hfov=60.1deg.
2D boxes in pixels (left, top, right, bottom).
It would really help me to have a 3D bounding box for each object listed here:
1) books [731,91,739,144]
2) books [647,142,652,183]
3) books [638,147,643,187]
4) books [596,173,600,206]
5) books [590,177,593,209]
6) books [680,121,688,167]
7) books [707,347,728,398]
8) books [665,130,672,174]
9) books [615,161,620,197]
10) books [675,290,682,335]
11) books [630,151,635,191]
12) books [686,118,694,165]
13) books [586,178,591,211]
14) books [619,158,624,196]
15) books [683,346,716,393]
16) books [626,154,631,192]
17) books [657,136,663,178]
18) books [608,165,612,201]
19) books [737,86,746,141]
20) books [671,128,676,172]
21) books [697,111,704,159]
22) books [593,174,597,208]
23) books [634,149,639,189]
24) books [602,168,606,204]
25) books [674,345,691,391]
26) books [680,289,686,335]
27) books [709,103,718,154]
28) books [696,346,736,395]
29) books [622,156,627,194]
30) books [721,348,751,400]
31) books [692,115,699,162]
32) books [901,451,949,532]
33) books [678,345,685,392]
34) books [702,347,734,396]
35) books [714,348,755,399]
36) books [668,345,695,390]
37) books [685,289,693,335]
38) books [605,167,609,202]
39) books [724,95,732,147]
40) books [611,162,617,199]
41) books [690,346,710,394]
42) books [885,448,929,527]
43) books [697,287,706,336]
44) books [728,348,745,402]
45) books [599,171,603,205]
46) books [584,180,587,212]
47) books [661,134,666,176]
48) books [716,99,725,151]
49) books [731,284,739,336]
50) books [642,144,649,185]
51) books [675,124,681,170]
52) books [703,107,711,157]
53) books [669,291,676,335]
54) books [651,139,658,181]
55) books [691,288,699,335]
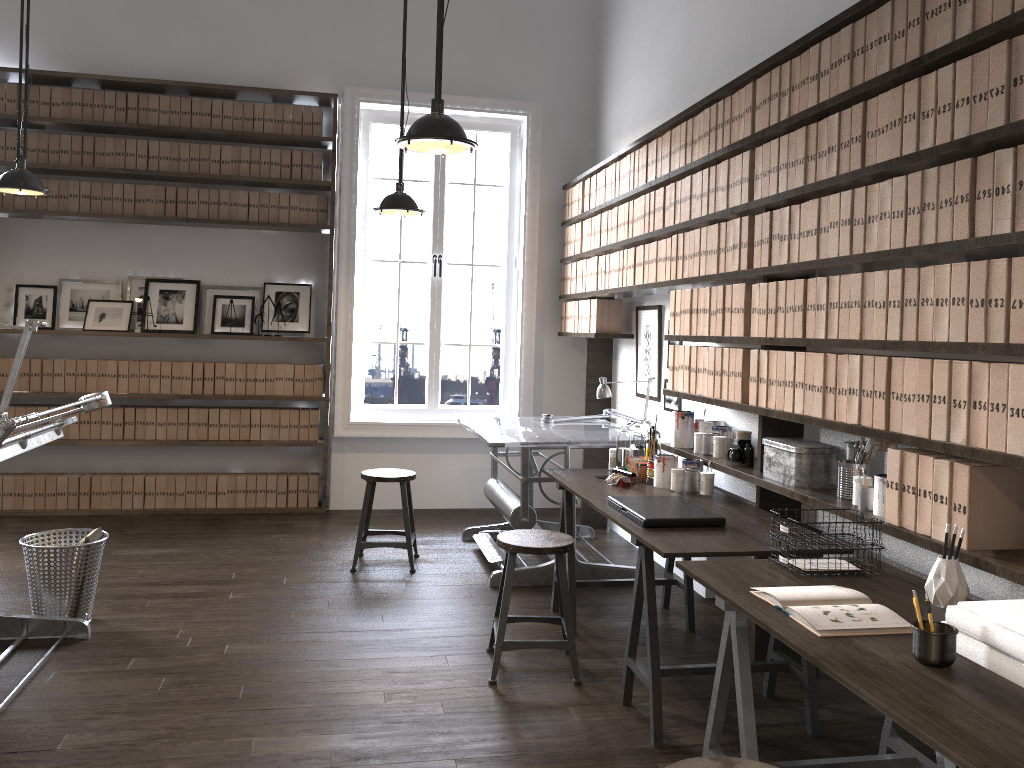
[{"bbox_3d":[1.037,-1.133,3.804,0.174,0.225,0.067,1,1,-11],"label":"books"},{"bbox_3d":[0.834,-1.199,4.829,0.174,0.225,0.067,1,1,-11],"label":"books"},{"bbox_3d":[0.805,-1.209,4.975,0.174,0.225,0.067,1,1,-11],"label":"books"},{"bbox_3d":[0.645,-1.261,5.783,0.174,0.225,0.067,1,1,-11],"label":"books"},{"bbox_3d":[0.618,-1.270,5.922,0.174,0.225,0.067,1,1,-11],"label":"books"},{"bbox_3d":[0.922,-1.169,4.354,0.174,0.226,0.067,1,1,-11],"label":"books"},{"bbox_3d":[0.969,-0.050,3.951,0.174,0.225,0.067,1,1,-11],"label":"books"},{"bbox_3d":[0.882,-1.181,4.552,0.174,0.226,0.067,1,1,-11],"label":"books"},{"bbox_3d":[0.724,-1.235,5.380,0.174,0.225,0.067,1,1,-11],"label":"books"},{"bbox_3d":[0.899,-0.347,4.361,0.174,0.225,0.067,1,1,-11],"label":"books"},{"bbox_3d":[0.773,-1.217,5.100,0.174,0.226,0.067,1,1,-11],"label":"books"},{"bbox_3d":[0.940,-1.164,4.286,0.174,0.225,0.067,1,1,-11],"label":"books"},{"bbox_3d":[0.598,-1.275,5.995,0.174,0.226,0.067,1,1,-11],"label":"books"},{"bbox_3d":[0.739,-1.230,5.312,0.174,0.225,0.067,1,1,-11],"label":"books"},{"bbox_3d":[0.916,-0.068,4.228,0.174,0.226,0.067,1,1,-11],"label":"books"},{"bbox_3d":[0.760,-1.221,5.171,0.174,0.225,0.067,1,1,-11],"label":"books"},{"bbox_3d":[0.861,-1.190,4.689,0.174,0.225,0.067,1,1,-11],"label":"books"},{"bbox_3d":[0.694,-1.244,5.519,0.174,0.225,0.067,1,1,-11],"label":"books"},{"bbox_3d":[1.047,-1.128,3.735,0.174,0.225,0.067,1,1,-11],"label":"books"},{"bbox_3d":[0.900,-1.177,4.488,0.174,0.225,0.067,1,1,-11],"label":"books"},{"bbox_3d":[0.965,-1.155,4.149,0.174,0.225,0.067,1,1,-11],"label":"books"},{"bbox_3d":[0.627,-1.266,5.852,0.174,0.225,0.067,1,1,-11],"label":"books"},{"bbox_3d":[0.790,-1.213,5.039,0.174,0.225,0.067,1,1,-11],"label":"books"},{"bbox_3d":[0.666,-1.252,5.646,0.174,0.226,0.067,1,1,-11],"label":"books"},{"bbox_3d":[0.893,-0.076,4.362,0.174,0.225,0.067,1,1,-11],"label":"books"},{"bbox_3d":[0.913,-0.343,4.300,0.174,0.225,0.067,1,1,-11],"label":"books"},{"bbox_3d":[0.990,-1.146,4.006,0.174,0.226,0.067,1,1,-11],"label":"books"},{"bbox_3d":[0.948,-0.059,4.092,0.174,0.225,0.067,1,1,-11],"label":"books"},{"bbox_3d":[0.749,-1.226,5.243,0.174,0.225,0.067,1,1,-11],"label":"books"},{"bbox_3d":[0.999,-0.041,3.819,0.174,0.225,0.067,1,1,-11],"label":"books"},{"bbox_3d":[0.955,-1.159,4.218,0.174,0.225,0.067,1,1,-11],"label":"books"},{"bbox_3d":[1.237,0.313,2.587,0.174,0.225,0.067,1,1,-11],"label":"books"},{"bbox_3d":[0.903,-0.072,4.300,0.174,0.225,0.067,1,1,-11],"label":"books"},{"bbox_3d":[0.958,-0.054,4.023,0.174,0.225,0.067,1,1,-11],"label":"books"},{"bbox_3d":[0.983,-0.045,3.880,0.174,0.226,0.067,1,1,-11],"label":"books"},{"bbox_3d":[0.875,-0.081,4.426,0.174,0.226,0.067,1,1,-11],"label":"books"},{"bbox_3d":[0.921,-0.339,4.233,0.174,0.226,0.067,1,1,-11],"label":"books"},{"bbox_3d":[0.683,-1.248,5.581,0.174,0.225,0.067,1,1,-11],"label":"books"},{"bbox_3d":[1.022,-1.137,3.872,0.174,0.225,0.067,1,1,-11],"label":"books"},{"bbox_3d":[0.706,-1.239,5.448,0.174,0.226,0.067,1,1,-11],"label":"books"},{"bbox_3d":[0.933,-0.063,4.160,0.174,0.225,0.067,1,1,-11],"label":"books"},{"bbox_3d":[1.218,0.308,2.652,0.174,0.226,0.067,1,1,-11],"label":"books"},{"bbox_3d":[0.954,-0.330,4.099,0.174,0.225,0.067,1,1,-11],"label":"books"},{"bbox_3d":[1.015,-0.037,3.755,0.174,0.225,0.067,1,1,-11],"label":"books"},{"bbox_3d":[0.659,-1.256,5.713,0.174,0.225,0.067,1,1,-11],"label":"books"},{"bbox_3d":[0.589,-1.279,6.069,0.174,0.225,0.067,1,1,-11],"label":"books"},{"bbox_3d":[0.875,-1.186,4.620,0.174,0.225,0.067,1,1,-11],"label":"books"},{"bbox_3d":[1.006,-1.142,3.945,0.174,0.225,0.067,1,1,-11],"label":"books"},{"bbox_3d":[1.023,-0.307,3.739,0.174,0.225,0.067,1,1,-11],"label":"books"},{"bbox_3d":[0.814,-1.204,4.901,0.174,0.226,0.067,1,1,-11],"label":"books"},{"bbox_3d":[0.910,-1.173,4.426,0.174,0.225,0.067,1,1,-11],"label":"books"},{"bbox_3d":[0.976,-1.151,4.077,0.174,0.225,0.067,1,1,-11],"label":"books"},{"bbox_3d":[0.883,-0.352,4.432,0.174,0.226,0.067,1,1,-11],"label":"books"},{"bbox_3d":[0.843,-1.195,4.758,0.174,0.225,0.067,1,1,-11],"label":"books"},{"bbox_3d":[0.940,-0.334,4.168,0.174,0.225,0.067,1,1,-11],"label":"books"}]
